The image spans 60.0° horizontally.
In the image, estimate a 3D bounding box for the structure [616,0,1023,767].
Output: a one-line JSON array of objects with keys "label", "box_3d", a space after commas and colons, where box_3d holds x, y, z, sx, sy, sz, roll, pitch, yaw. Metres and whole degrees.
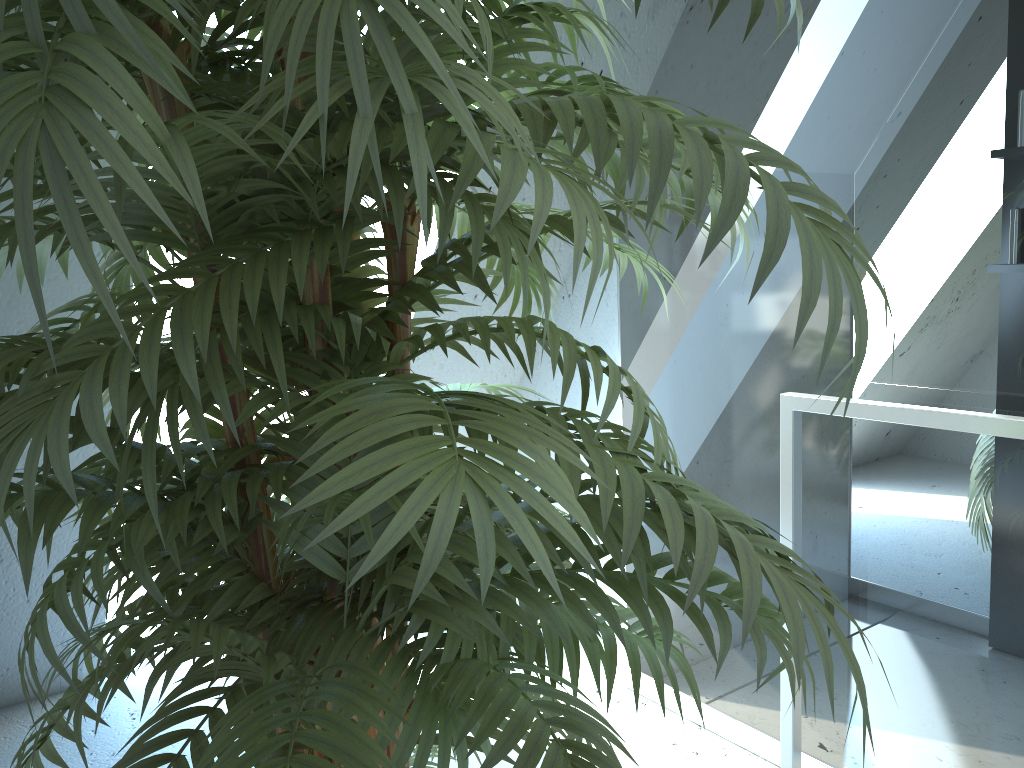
[{"label": "structure", "box_3d": [1.142, -0.209, 1.734, 1.184, 2.114, 1.835, -8, 9, -35]}]

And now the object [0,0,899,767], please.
[{"label": "object", "box_3d": [-0.196, 0.000, 0.872, 1.020, 2.034, 0.980, -1, 8, 13]}]
